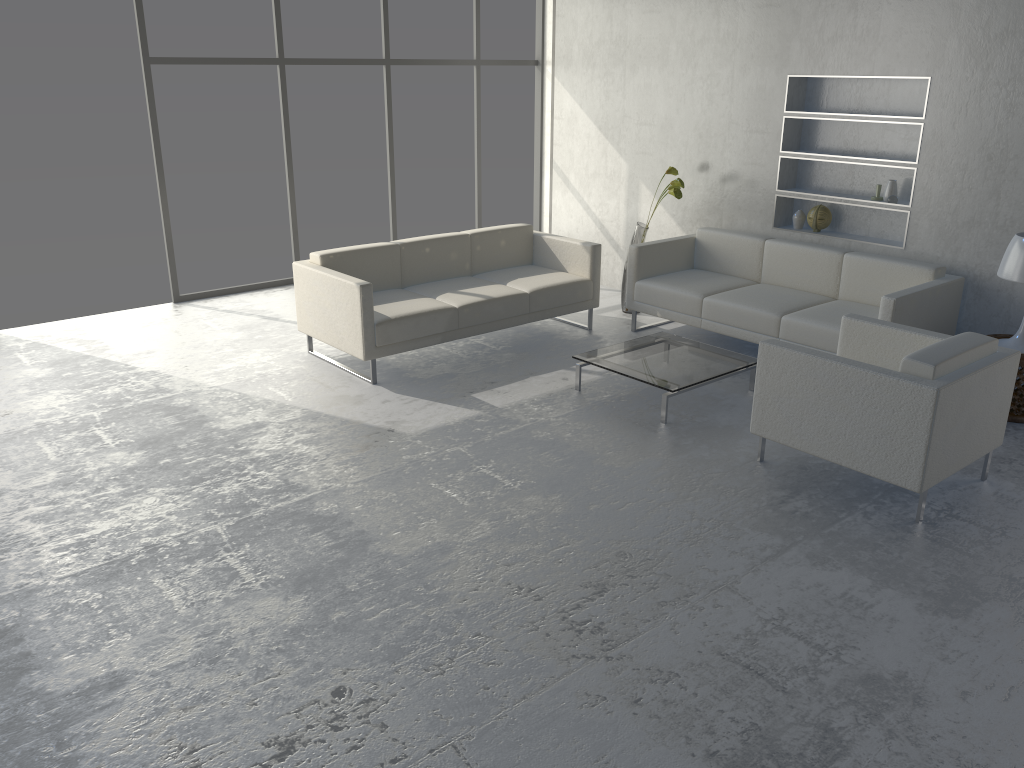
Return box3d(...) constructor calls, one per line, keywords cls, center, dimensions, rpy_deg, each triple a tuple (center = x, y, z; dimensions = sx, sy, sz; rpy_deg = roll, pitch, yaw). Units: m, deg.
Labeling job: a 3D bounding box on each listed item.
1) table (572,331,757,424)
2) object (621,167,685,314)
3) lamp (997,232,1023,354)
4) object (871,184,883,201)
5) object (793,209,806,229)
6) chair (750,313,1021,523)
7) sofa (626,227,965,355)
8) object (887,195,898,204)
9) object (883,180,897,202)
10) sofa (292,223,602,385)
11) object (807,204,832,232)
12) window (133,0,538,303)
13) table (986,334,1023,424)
box3d(cls="table", center=(0.865, -0.055, 4.981), dimensions=(0.773, 0.190, 0.730), rpy_deg=(-16, 25, -37))
box3d(cls="object", center=(1.028, -0.999, 6.339), dimensions=(0.387, 1.051, 0.400), rpy_deg=(-4, 20, -12))
box3d(cls="lamp", center=(2.668, -0.467, 4.549), dimensions=(0.347, 0.582, 0.347), rpy_deg=(7, 21, 17))
box3d(cls="object", center=(2.282, -1.194, 5.526), dimensions=(0.074, 0.094, 0.074), rpy_deg=(5, 20, 13))
box3d(cls="object", center=(1.938, -1.113, 5.987), dimensions=(0.086, 0.128, 0.086), rpy_deg=(-11, 22, -28))
box3d(cls="chair", center=(1.615, 0.080, 3.919), dimensions=(0.748, 0.662, 0.821), rpy_deg=(-16, 25, -37))
box3d(cls="sofa", center=(1.685, -0.525, 5.604), dimensions=(0.821, 0.658, 1.881), rpy_deg=(-16, 25, -37))
box3d(cls="object", center=(2.319, -1.126, 5.402), dimensions=(0.064, 0.050, 0.064), rpy_deg=(-13, 24, -32))
box3d(cls="object", center=(2.332, -1.188, 5.456), dimensions=(0.079, 0.130, 0.079), rpy_deg=(-17, 26, -39))
box3d(cls="sofa", center=(-0.363, -0.597, 5.779), dimensions=(1.881, 0.658, 0.821), rpy_deg=(-16, 25, -37))
box3d(cls="object", center=(2.015, -1.093, 5.855), dimensions=(0.163, 0.179, 0.088), rpy_deg=(16, 25, 37))
box3d(cls="window", center=(-1.028, -2.224, 7.606), dimensions=(4.080, 2.477, 0.037), rpy_deg=(-16, 25, -37))
box3d(cls="table", center=(2.667, -0.033, 4.704), dimensions=(0.452, 0.358, 0.452), rpy_deg=(9, 22, 23))
